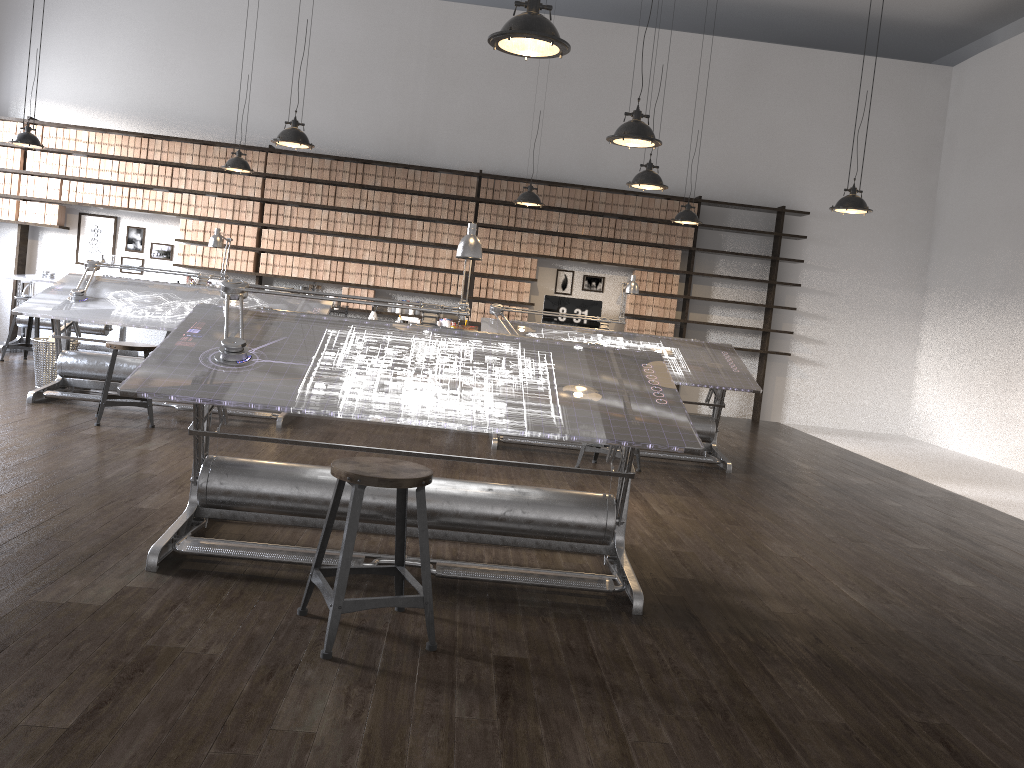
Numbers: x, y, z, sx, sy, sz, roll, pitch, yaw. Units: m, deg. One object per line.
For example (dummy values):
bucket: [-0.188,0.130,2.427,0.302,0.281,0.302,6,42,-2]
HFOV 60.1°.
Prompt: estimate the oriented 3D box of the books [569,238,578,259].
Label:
books: [0.688,-1.525,9.992,0.066,0.225,0.175,6,4,-4]

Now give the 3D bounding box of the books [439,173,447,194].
books: [-0.770,-2.224,9.875,0.066,0.225,0.175,6,4,-4]

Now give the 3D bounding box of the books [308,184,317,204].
books: [-2.199,-2.096,9.806,0.066,0.225,0.175,6,4,-4]

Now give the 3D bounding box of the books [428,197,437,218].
books: [-0.888,-1.959,9.884,0.066,0.225,0.175,6,4,-4]

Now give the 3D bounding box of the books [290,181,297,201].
books: [-2.402,-2.117,9.792,0.066,0.225,0.175,6,4,-4]

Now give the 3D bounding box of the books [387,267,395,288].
books: [-1.348,-1.189,9.891,0.067,0.225,0.175,6,4,-4]

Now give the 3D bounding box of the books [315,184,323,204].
books: [-2.128,-2.088,9.806,0.066,0.225,0.175,6,4,-4]

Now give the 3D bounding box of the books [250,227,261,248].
books: [-2.833,-1.615,9.787,0.067,0.225,0.175,6,4,-4]

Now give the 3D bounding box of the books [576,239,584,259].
books: [0.754,-1.518,9.989,0.066,0.225,0.175,6,4,-4]

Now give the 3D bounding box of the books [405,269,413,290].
books: [-1.148,-1.168,9.902,0.067,0.225,0.175,6,4,-4]

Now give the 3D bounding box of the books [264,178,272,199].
books: [-2.676,-2.146,9.778,0.066,0.225,0.175,6,4,-4]

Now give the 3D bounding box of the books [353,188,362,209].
books: [-1.710,-2.044,9.829,0.066,0.225,0.175,6,4,-4]

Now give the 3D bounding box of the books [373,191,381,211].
books: [-1.492,-2.022,9.845,0.066,0.225,0.175,6,4,-4]

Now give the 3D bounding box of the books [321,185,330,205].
books: [-2.058,-2.081,9.815,0.066,0.225,0.175,6,4,-4]

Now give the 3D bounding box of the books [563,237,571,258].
books: [0.615,-1.532,9.982,0.067,0.225,0.175,6,4,-4]

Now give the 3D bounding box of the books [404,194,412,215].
books: [-1.155,-1.987,9.863,0.067,0.225,0.175,6,4,-4]

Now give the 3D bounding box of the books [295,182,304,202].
books: [-2.336,-2.110,9.791,0.067,0.225,0.175,6,4,-4]

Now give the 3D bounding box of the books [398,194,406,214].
books: [-1.225,-1.994,9.863,0.066,0.225,0.175,6,4,-4]

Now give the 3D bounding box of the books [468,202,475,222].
books: [-0.453,-1.914,9.908,0.066,0.225,0.175,6,4,-4]

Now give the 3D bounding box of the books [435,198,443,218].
books: [-0.818,-1.952,9.888,0.066,0.225,0.175,6,4,-4]

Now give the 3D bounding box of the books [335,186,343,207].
books: [-1.910,-2.066,9.823,0.066,0.225,0.175,6,4,-4]

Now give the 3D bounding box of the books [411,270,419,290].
books: [-1.081,-1.162,9.912,0.066,0.225,0.175,6,4,-4]

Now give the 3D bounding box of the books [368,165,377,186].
books: [-1.541,-2.305,9.825,0.066,0.225,0.175,6,4,-4]

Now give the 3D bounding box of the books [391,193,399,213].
books: [-1.295,-2.002,9.861,0.066,0.225,0.175,6,4,-4]

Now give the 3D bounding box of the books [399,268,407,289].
books: [-1.214,-1.175,9.903,0.066,0.225,0.175,6,4,-4]

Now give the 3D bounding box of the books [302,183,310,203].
books: [-2.269,-2.103,9.801,0.066,0.225,0.175,6,4,-4]

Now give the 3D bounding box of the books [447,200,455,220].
books: [-0.677,-1.937,9.897,0.066,0.225,0.175,6,4,-4]

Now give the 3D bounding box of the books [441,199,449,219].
books: [-0.747,-1.944,9.888,0.066,0.225,0.175,6,4,-4]

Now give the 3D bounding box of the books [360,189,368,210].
books: [-1.638,-2.037,9.836,0.066,0.225,0.175,6,4,-4]

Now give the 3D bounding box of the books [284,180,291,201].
books: [-2.464,-2.123,9.787,0.066,0.225,0.175,6,4,-4]

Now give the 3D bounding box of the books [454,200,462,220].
books: [-0.602,-1.929,9.896,0.067,0.225,0.175,6,4,-4]

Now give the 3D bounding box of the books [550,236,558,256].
books: [0.470,-1.548,9.974,0.066,0.225,0.175,6,4,-4]

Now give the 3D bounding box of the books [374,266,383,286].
books: [-1.488,-1.204,9.889,0.066,0.225,0.175,6,4,-4]

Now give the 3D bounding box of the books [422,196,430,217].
books: [-0.954,-1.966,9.874,0.067,0.225,0.175,6,4,-4]

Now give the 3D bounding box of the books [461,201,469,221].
books: [-0.529,-1.922,9.906,0.066,0.225,0.175,6,4,-4]

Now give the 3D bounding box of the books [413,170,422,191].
books: [-1.050,-2.254,9.858,0.066,0.225,0.175,6,4,-4]

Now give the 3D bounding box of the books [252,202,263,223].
books: [-2.806,-1.891,9.783,0.066,0.225,0.175,6,4,-4]

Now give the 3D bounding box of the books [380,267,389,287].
books: [-1.418,-1.197,9.891,0.066,0.225,0.175,6,4,-4]

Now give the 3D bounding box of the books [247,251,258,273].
books: [-2.867,-1.348,9.800,0.067,0.225,0.175,6,4,-4]

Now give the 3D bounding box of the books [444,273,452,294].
books: [-0.722,-1.124,9.934,0.066,0.225,0.175,6,4,-4]

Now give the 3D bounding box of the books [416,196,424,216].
books: [-1.021,-1.973,9.875,0.066,0.225,0.175,6,4,-4]

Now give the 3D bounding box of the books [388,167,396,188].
books: [-1.331,-2.283,9.843,0.066,0.225,0.175,6,4,-4]

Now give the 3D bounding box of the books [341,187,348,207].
books: [-1.845,-2.059,9.825,0.066,0.225,0.175,6,4,-4]

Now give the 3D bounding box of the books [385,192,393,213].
books: [-1.363,-2.008,9.850,0.067,0.225,0.175,6,4,-4]

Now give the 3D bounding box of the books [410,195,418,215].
books: [-1.083,-1.979,9.870,0.066,0.225,0.175,6,4,-4]

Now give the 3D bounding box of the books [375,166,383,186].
books: [-1.469,-2.297,9.833,0.066,0.225,0.175,6,4,-4]

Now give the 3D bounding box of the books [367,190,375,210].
books: [-1.564,-2.029,9.839,0.067,0.225,0.175,6,4,-4]

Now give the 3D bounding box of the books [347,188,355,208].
books: [-1.782,-2.052,9.824,0.067,0.225,0.175,6,4,-4]

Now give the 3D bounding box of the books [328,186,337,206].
books: [-1.983,-2.073,9.813,0.067,0.225,0.175,6,4,-4]

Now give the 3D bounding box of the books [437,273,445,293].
books: [-0.795,-1.131,9.924,0.067,0.225,0.175,6,4,-4]

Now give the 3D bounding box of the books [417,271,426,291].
books: [-1.011,-1.154,9.916,0.066,0.225,0.175,6,4,-4]

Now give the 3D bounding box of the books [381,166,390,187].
books: [-1.400,-2.291,9.841,0.066,0.225,0.175,6,4,-4]

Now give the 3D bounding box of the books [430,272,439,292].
books: [-0.870,-1.140,9.925,0.066,0.225,0.175,6,4,-4]

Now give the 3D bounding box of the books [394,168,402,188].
books: [-1.257,-2.275,9.847,0.066,0.225,0.175,6,4,-4]

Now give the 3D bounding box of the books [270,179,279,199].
books: [-2.606,-2.139,9.780,0.066,0.225,0.175,6,4,-4]

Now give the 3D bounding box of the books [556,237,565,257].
books: [0.540,-1.541,9.983,0.066,0.225,0.175,6,4,-4]

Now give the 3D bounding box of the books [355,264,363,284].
books: [-1.700,-1.226,9.868,0.067,0.225,0.175,6,4,-4]

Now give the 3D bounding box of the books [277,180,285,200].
books: [-2.536,-2.131,9.781,0.067,0.225,0.175,6,4,-4]

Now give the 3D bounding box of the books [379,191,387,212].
books: [-1.430,-2.016,9.850,0.066,0.225,0.175,6,4,-4]

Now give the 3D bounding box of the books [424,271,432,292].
books: [-0.940,-1.146,9.916,0.066,0.225,0.175,6,4,-4]
